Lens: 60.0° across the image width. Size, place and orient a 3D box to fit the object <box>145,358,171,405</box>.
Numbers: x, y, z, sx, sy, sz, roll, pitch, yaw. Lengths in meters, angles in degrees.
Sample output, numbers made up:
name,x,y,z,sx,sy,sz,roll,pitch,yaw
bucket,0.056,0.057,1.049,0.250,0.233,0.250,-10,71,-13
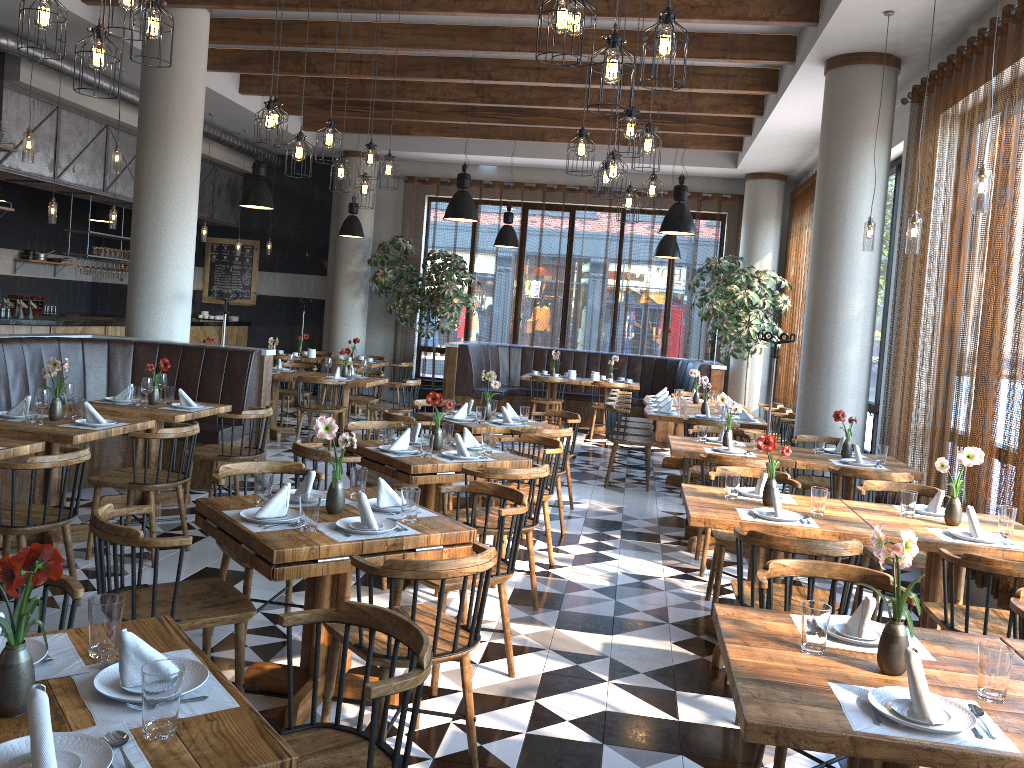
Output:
name,x,y,z,sx,sy,sz,roll,pitch,yaw
object,-2.605,-0.019,6.537,0.171,0.354,0.156,5,2,11

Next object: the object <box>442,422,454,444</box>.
name,x,y,z,sx,sy,sz,roll,pitch,yaw
object,-0.420,0.320,5.769,0.080,0.132,0.080,6,3,23

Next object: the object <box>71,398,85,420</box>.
name,x,y,z,sx,sy,sz,roll,pitch,yaw
object,-2.731,0.158,5.574,0.080,0.132,0.080,5,3,13

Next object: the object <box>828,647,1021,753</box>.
name,x,y,z,sx,sy,sz,roll,pitch,yaw
object,0.957,0.709,2.077,0.352,0.137,0.272,5,4,8

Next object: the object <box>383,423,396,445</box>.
name,x,y,z,sx,sy,sz,roll,pitch,yaw
object,-0.764,0.315,5.494,0.080,0.132,0.080,5,3,13

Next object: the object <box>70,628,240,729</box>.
name,x,y,z,sx,sy,sz,roll,pitch,yaw
object,-0.777,0.588,1.917,0.271,0.137,0.353,1,5,-37

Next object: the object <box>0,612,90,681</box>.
name,x,y,z,sx,sy,sz,roll,pitch,yaw
object,-1.152,0.556,1.966,0.352,0.137,0.273,1,5,-37

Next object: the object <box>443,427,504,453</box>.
name,x,y,z,sx,sy,sz,roll,pitch,yaw
object,-0.254,0.342,5.626,0.271,0.137,0.353,1,5,-37

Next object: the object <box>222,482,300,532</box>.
name,x,y,z,sx,sy,sz,roll,pitch,yaw
object,-0.936,0.457,3.456,0.271,0.137,0.353,1,5,-37

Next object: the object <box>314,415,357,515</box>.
name,x,y,z,sx,sy,sz,roll,pitch,yaw
object,-0.733,0.327,3.628,0.146,0.399,0.207,5,3,19

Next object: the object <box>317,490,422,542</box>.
name,x,y,z,sx,sy,sz,roll,pitch,yaw
object,-0.561,0.490,3.407,0.352,0.137,0.273,1,5,-37

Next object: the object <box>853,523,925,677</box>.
name,x,y,z,sx,sy,sz,roll,pitch,yaw
object,0.991,0.560,2.330,0.146,0.399,0.207,4,2,0

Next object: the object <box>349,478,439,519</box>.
name,x,y,z,sx,sy,sz,roll,pitch,yaw
object,-0.514,0.464,3.781,0.271,0.137,0.353,1,5,-37

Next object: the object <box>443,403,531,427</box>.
name,x,y,z,sx,sy,sz,roll,pitch,yaw
object,-0.227,0.232,7.080,0.581,0.137,0.579,1,5,-37

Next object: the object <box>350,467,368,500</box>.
name,x,y,z,sx,sy,sz,roll,pitch,yaw
object,-0.683,0.442,3.929,0.080,0.132,0.080,6,3,23

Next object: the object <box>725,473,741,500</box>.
name,x,y,z,sx,sy,sz,roll,pitch,yaw
object,1.140,0.532,4.587,0.080,0.132,0.080,4,3,-7

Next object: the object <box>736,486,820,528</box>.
name,x,y,z,sx,sy,sz,roll,pitch,yaw
object,1.262,0.567,4.217,0.352,0.137,0.272,5,4,8

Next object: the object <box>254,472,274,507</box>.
name,x,y,z,sx,sy,sz,roll,pitch,yaw
object,-1.027,0.437,3.654,0.080,0.132,0.080,6,3,23

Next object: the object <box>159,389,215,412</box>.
name,x,y,z,sx,sy,sz,roll,pitch,yaw
object,-2.390,0.108,6.532,0.272,0.137,0.352,5,4,8

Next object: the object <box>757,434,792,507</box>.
name,x,y,z,sx,sy,sz,roll,pitch,yaw
object,1.319,0.438,4.529,0.156,0.354,0.171,4,3,-13

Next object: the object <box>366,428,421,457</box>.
name,x,y,z,sx,sy,sz,roll,pitch,yaw
object,-0.675,0.335,5.301,0.271,0.137,0.353,1,5,-37

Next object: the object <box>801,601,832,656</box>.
name,x,y,z,sx,sy,sz,roll,pitch,yaw
object,0.833,0.674,2.440,0.080,0.132,0.080,4,3,-7

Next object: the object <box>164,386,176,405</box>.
name,x,y,z,sx,sy,sz,roll,pitch,yaw
object,-2.575,0.086,6.664,0.080,0.132,0.080,4,3,-7

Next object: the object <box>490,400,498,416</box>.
name,x,y,z,sx,sy,sz,roll,pitch,yaw
object,-0.167,0.203,7.542,0.080,0.132,0.080,4,3,-17

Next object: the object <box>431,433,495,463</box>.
name,x,y,z,sx,sy,sz,roll,pitch,yaw
object,-0.301,0.367,5.251,0.352,0.137,0.273,1,5,-37

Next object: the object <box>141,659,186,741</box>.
name,x,y,z,sx,sy,sz,roll,pitch,yaw
object,-0.679,0.614,1.717,0.080,0.132,0.080,4,3,-17

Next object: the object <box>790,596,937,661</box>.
name,x,y,z,sx,sy,sz,roll,pitch,yaw
object,1.026,0.674,2.606,0.352,0.137,0.272,5,4,8

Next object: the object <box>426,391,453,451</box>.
name,x,y,z,sx,sy,sz,roll,pitch,yaw
object,-0.464,0.226,5.496,0.156,0.354,0.171,3,3,-27

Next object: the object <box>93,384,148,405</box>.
name,x,y,z,sx,sy,sz,roll,pitch,yaw
object,-2.907,0.061,6.614,0.272,0.137,0.352,5,4,8

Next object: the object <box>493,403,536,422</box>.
name,x,y,z,sx,sy,sz,roll,pitch,yaw
object,0.003,0.224,7.401,0.271,0.137,0.353,1,5,-37

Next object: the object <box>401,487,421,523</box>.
name,x,y,z,sx,sy,sz,roll,pitch,yaw
object,-0.413,0.490,3.580,0.080,0.132,0.080,6,3,23

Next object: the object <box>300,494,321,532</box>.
name,x,y,z,sx,sy,sz,roll,pitch,yaw
object,-0.759,0.484,3.317,0.080,0.132,0.080,6,3,23

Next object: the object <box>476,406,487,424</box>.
name,x,y,z,sx,sy,sz,roll,pitch,yaw
object,-0.243,0.244,6.930,0.080,0.132,0.080,3,3,-27

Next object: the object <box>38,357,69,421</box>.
name,x,y,z,sx,sy,sz,roll,pitch,yaw
object,-2.809,0.028,5.435,0.207,0.399,0.146,5,2,10

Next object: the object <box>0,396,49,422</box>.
name,x,y,z,sx,sy,sz,roll,pitch,yaw
object,-3.066,0.135,5.503,0.272,0.137,0.352,5,4,8

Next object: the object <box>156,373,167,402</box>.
name,x,y,z,sx,sy,sz,roll,pitch,yaw
object,-2.674,0.029,6.759,0.081,0.215,0.081,3,2,-23

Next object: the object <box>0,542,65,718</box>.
name,x,y,z,sx,sy,sz,roll,pitch,yaw
object,-0.965,0.480,1.719,0.156,0.354,0.171,3,3,-35

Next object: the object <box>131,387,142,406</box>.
name,x,y,z,sx,sy,sz,roll,pitch,yaw
object,-2.733,0.090,6.449,0.080,0.132,0.080,5,3,8

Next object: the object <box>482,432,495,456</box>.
name,x,y,z,sx,sy,sz,roll,pitch,yaw
object,-0.150,0.368,5.420,0.080,0.132,0.080,5,3,13

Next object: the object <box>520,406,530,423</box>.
name,x,y,z,sx,sy,sz,roll,pitch,yaw
object,0.103,0.251,7.193,0.080,0.132,0.080,4,3,-17

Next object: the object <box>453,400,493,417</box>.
name,x,y,z,sx,sy,sz,roll,pitch,yaw
object,-0.371,0.192,7.451,0.352,0.137,0.273,1,5,-37

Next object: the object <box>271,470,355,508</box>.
name,x,y,z,sx,sy,sz,roll,pitch,yaw
object,-0.889,0.432,3.831,0.352,0.137,0.273,1,5,-37

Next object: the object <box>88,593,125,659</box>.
name,x,y,z,sx,sy,sz,roll,pitch,yaw
object,-0.949,0.566,2.065,0.080,0.132,0.080,6,3,23

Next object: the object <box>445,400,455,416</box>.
name,x,y,z,sx,sy,sz,roll,pitch,yaw
object,-0.511,0.198,7.267,0.080,0.132,0.080,3,3,-27

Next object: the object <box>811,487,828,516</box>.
name,x,y,z,sx,sy,sz,roll,pitch,yaw
object,1.506,0.578,4.355,0.080,0.132,0.080,4,3,-7

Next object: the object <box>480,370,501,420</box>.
name,x,y,z,sx,sy,sz,roll,pitch,yaw
object,-0.183,0.089,7.261,0.207,0.399,0.146,6,3,27

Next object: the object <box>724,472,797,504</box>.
name,x,y,z,sx,sy,sz,roll,pitch,yaw
object,1.332,0.532,4.745,0.352,0.137,0.272,5,4,8

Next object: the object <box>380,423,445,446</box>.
name,x,y,z,sx,sy,sz,roll,pitch,yaw
object,-0.628,0.309,5.676,0.352,0.137,0.273,1,5,-37

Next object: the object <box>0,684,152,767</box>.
name,x,y,z,sx,sy,sz,roll,pitch,yaw
object,-0.824,0.614,1.542,0.352,0.137,0.273,1,5,-37

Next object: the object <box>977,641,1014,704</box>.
name,x,y,z,sx,sy,sz,roll,pitch,yaw
object,1.199,0.720,2.207,0.080,0.132,0.080,4,3,-7

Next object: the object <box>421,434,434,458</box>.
name,x,y,z,sx,sy,sz,roll,pitch,yaw
object,-0.496,0.362,5.157,0.080,0.132,0.080,5,3,13

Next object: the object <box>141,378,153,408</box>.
name,x,y,z,sx,sy,sz,roll,pitch,yaw
object,-2.621,0.064,6.357,0.081,0.215,0.081,5,2,16

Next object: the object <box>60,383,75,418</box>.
name,x,y,z,sx,sy,sz,roll,pitch,yaw
object,-2.834,0.103,5.644,0.081,0.215,0.081,3,3,-29
